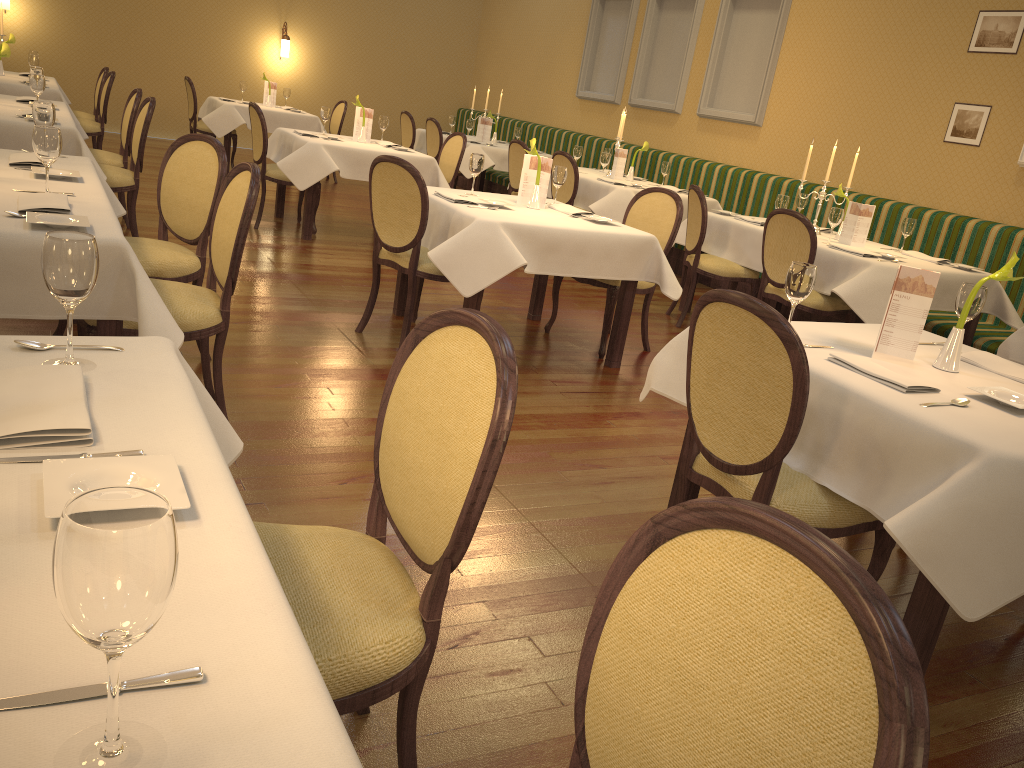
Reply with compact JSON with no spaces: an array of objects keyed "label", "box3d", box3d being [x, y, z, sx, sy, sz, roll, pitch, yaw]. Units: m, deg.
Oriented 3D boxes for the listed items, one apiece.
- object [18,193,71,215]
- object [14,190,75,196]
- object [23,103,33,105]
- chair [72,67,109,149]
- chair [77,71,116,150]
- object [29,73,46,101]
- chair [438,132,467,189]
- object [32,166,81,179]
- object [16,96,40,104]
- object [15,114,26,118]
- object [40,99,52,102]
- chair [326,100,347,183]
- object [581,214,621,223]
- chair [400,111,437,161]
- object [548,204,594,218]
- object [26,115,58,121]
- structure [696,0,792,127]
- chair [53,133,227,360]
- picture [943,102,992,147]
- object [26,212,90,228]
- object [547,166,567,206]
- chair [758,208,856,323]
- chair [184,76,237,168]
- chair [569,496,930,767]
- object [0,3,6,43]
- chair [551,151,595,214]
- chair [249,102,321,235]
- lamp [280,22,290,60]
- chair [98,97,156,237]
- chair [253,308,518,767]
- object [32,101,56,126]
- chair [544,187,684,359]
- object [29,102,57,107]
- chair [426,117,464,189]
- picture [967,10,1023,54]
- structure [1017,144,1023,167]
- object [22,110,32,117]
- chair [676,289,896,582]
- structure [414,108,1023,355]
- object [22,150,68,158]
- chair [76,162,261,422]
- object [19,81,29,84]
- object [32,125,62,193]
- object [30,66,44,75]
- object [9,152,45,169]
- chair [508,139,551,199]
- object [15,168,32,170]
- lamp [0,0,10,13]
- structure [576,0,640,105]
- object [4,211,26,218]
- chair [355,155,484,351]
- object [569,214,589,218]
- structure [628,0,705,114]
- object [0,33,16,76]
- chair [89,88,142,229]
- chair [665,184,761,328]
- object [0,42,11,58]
[{"label":"object","box3d":[-1.450,-0.556,2.750,0.142,0.033,0.273,0,20,-29]},{"label":"object","box3d":[-1.579,-0.648,2.992,0.185,0.010,0.017,0,20,-27]},{"label":"object","box3d":[-3.156,-1.850,5.870,0.185,0.010,0.017,0,20,-27]},{"label":"chair","box3d":[-4.273,-2.651,8.691,0.571,0.955,0.530,0,20,-29]},{"label":"chair","box3d":[-3.924,-2.385,8.055,0.571,0.955,0.530,0,20,-29]},{"label":"object","box3d":[-2.866,-1.750,5.357,0.088,0.229,0.088,15,19,17]},{"label":"chair","box3d":[-0.752,-1.741,7.741,0.571,0.955,0.530,0,20,-29]},{"label":"object","box3d":[-1.709,-0.784,3.325,0.160,0.024,0.160,0,20,-29]},{"label":"object","box3d":[-3.270,-1.919,5.994,0.142,0.033,0.273,0,20,-29]},{"label":"object","box3d":[-2.739,-1.521,5.070,0.181,0.015,0.038,0,20,-27]},{"label":"object","box3d":[-3.357,-2.017,6.274,0.181,0.015,0.038,0,20,-27]},{"label":"chair","box3d":[-2.304,-2.925,10.574,0.571,0.955,0.530,0,20,-29]},{"label":"object","box3d":[0.477,-0.880,4.774,0.160,0.024,0.160,0,20,-29]},{"label":"chair","box3d":[-1.123,-2.826,10.893,0.571,0.955,0.530,0,20,-29]},{"label":"object","box3d":[0.329,-0.975,4.980,0.142,0.033,0.273,0,20,-29]},{"label":"object","box3d":[-2.652,-1.490,5.006,0.160,0.024,0.160,0,20,-29]},{"label":"structure","box3d":[2.438,-4.079,8.408,0.200,3.103,0.956,0,20,-29]},{"label":"chair","box3d":[-1.543,-0.577,3.730,0.530,0.955,0.571,22,21,33]},{"label":"picture","box3d":[3.401,-1.941,6.628,0.008,0.294,0.313,0,20,-29]},{"label":"object","box3d":[-1.303,-0.461,2.544,0.160,0.024,0.160,0,20,-29]},{"label":"object","box3d":[0.263,-1.140,5.124,0.088,0.229,0.088,13,18,11]},{"label":"chair","box3d":[1.805,-0.593,5.548,0.571,0.955,0.530,0,20,-29]},{"label":"chair","box3d":[-3.418,-2.936,10.022,0.571,0.955,0.530,0,20,-29]},{"label":"chair","box3d":[-0.006,0.601,0.905,0.571,0.955,0.530,0,20,-29]},{"label":"object","box3d":[-4.733,-3.147,7.996,0.131,0.655,0.390,11,18,4]},{"label":"chair","box3d":[0.581,-1.526,7.780,0.571,0.955,0.530,0,20,-29]},{"label":"chair","box3d":[-1.865,-1.752,7.188,0.571,0.955,0.530,0,20,-29]},{"label":"lamp","box3d":[-3.205,-4.794,12.390,0.114,0.513,0.323,-5,23,-39]},{"label":"chair","box3d":[-2.562,-1.347,5.569,0.571,0.955,0.530,0,20,-29]},{"label":"chair","box3d":[-0.355,0.336,1.541,0.571,0.955,0.530,0,20,-29]},{"label":"object","box3d":[-1.955,-1.059,3.704,0.088,0.229,0.088,15,19,17]},{"label":"chair","box3d":[0.627,-0.692,5.231,0.571,0.955,0.530,-5,23,-38]},{"label":"object","box3d":[-3.059,-1.813,5.787,0.160,0.024,0.160,0,20,-29]},{"label":"chair","box3d":[-0.747,-2.539,10.204,0.571,0.955,0.530,0,20,-29]},{"label":"picture","box3d":[3.514,-2.546,6.414,0.008,0.294,0.401,0,20,-29]},{"label":"structure","box3d":[4.004,-2.822,5.550,0.200,2.985,0.687,0,20,-29]},{"label":"object","box3d":[-2.800,-1.585,5.213,0.142,0.033,0.273,0,20,-29]},{"label":"chair","box3d":[0.725,0.222,2.462,0.571,0.955,0.530,0,20,-29]},{"label":"structure","box3d":[2.112,-1.426,8.166,0.850,1.031,14.516,0,20,-29]},{"label":"object","box3d":[-2.007,-0.989,3.812,0.181,0.015,0.038,0,20,-27]},{"label":"chair","box3d":[-1.212,-0.318,3.106,0.571,0.955,0.530,0,20,-29]},{"label":"object","box3d":[-4.101,-2.560,7.556,0.181,0.015,0.038,0,20,-27]},{"label":"object","box3d":[-1.517,-0.722,2.894,0.088,0.229,0.088,15,19,17]},{"label":"object","box3d":[-3.305,-2.088,6.167,0.088,0.229,0.088,15,19,17]},{"label":"object","box3d":[-1.920,-0.890,3.531,0.142,0.033,0.273,0,20,-29]},{"label":"chair","box3d":[0.205,-1.814,8.469,0.571,0.955,0.530,0,20,-29]},{"label":"object","box3d":[-1.807,-0.821,3.408,0.185,0.010,0.017,0,20,-27]},{"label":"lamp","box3d":[-6.181,-4.777,10.767,0.114,0.513,0.323,-5,23,-39]},{"label":"structure","box3d":[1.330,-4.923,10.429,0.200,3.103,0.956,0,20,-29]},{"label":"object","box3d":[-1.390,-0.493,2.608,0.181,0.015,0.038,0,20,-27]},{"label":"chair","box3d":[-0.480,-0.696,4.658,0.530,0.955,0.571,24,23,38]},{"label":"object","box3d":[0.390,-0.911,4.838,0.181,0.015,0.038,0,20,-27]},{"label":"structure","box3d":[1.864,-4.516,9.455,0.200,3.103,0.956,0,20,-29]},{"label":"object","box3d":[-4.546,-2.956,7.951,0.163,0.375,0.076,7,18,-8]},{"label":"chair","box3d":[-2.911,-1.613,6.205,0.571,0.955,0.530,0,20,-29]},{"label":"chair","box3d":[1.433,-0.874,6.216,0.571,0.955,0.530,8,18,-5]},{"label":"object","box3d":[-3.183,-1.917,5.465,0.163,0.375,0.076,7,18,-8]}]
